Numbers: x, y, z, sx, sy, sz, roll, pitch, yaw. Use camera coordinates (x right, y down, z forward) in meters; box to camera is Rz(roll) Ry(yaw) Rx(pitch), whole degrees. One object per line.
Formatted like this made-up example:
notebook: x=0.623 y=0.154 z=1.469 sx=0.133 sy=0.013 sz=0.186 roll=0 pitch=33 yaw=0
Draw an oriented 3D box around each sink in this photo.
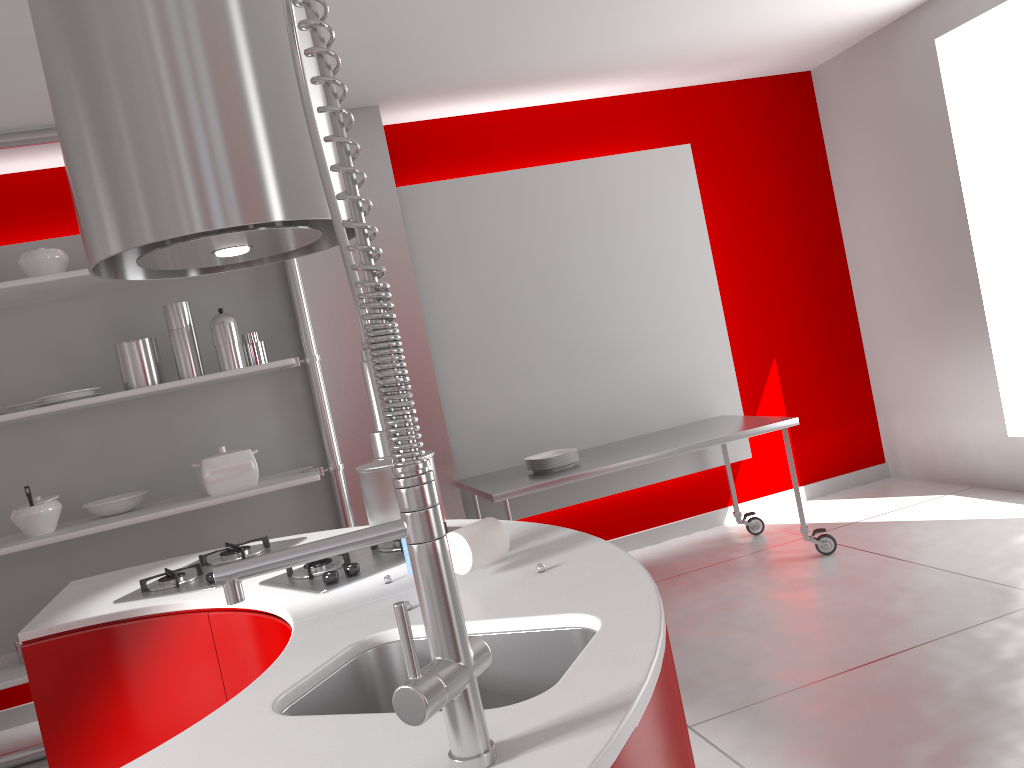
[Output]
sink: x=-0.077 y=0.487 z=1.233 sx=0.428 sy=0.172 sz=0.326 roll=-11 pitch=2 yaw=23

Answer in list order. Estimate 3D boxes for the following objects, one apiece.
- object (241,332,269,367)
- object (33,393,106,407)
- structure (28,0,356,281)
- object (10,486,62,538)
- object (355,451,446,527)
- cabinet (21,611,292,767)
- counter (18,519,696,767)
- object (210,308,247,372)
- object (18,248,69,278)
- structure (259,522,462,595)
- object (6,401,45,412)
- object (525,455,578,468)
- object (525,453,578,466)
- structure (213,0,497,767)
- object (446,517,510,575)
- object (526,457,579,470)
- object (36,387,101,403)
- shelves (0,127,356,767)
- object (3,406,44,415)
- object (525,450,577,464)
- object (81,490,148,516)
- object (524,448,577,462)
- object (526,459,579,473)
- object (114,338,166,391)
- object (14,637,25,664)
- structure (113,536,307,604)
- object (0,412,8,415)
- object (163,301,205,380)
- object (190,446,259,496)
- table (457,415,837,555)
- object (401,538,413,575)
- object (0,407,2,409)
object: x=-1.179 y=-0.150 z=4.021 sx=0.127 sy=0.157 sz=0.127 roll=-12 pitch=2 yaw=-6
object: x=-1.822 y=0.072 z=3.660 sx=0.280 sy=0.015 sz=0.280 roll=-11 pitch=2 yaw=13
structure: x=-0.777 y=-0.784 z=2.142 sx=0.644 sy=0.958 sz=0.644 roll=-10 pitch=3 yaw=40
object: x=-1.971 y=0.520 z=3.670 sx=0.192 sy=0.214 sz=0.192 roll=-13 pitch=3 yaw=-29
object: x=-0.260 y=0.250 z=2.082 sx=0.218 sy=0.185 sz=0.189 roll=-10 pitch=3 yaw=36
cabinet: x=-0.952 y=0.982 z=1.110 sx=1.025 sy=0.761 sz=1.875 roll=-10 pitch=3 yaw=29
counter: x=-0.680 y=0.957 z=1.146 sx=1.868 sy=0.880 sz=2.865 roll=-11 pitch=2 yaw=18
object: x=-1.225 y=-0.192 z=3.813 sx=0.115 sy=0.274 sz=0.115 roll=-13 pitch=2 yaw=-23
object: x=-1.962 y=-0.494 z=3.726 sx=0.192 sy=0.153 sz=0.192 roll=-12 pitch=2 yaw=-3
structure: x=-0.312 y=0.376 z=2.023 sx=0.457 sy=0.037 sz=0.303 roll=-14 pitch=3 yaw=-41
object: x=-2.050 y=0.098 z=3.839 sx=0.244 sy=0.042 sz=0.244 roll=-13 pitch=2 yaw=-24
object: x=0.192 y=0.373 z=4.223 sx=0.228 sy=0.020 sz=0.228 roll=-13 pitch=3 yaw=-34
object: x=0.190 y=0.363 z=4.223 sx=0.228 sy=0.020 sz=0.228 roll=-13 pitch=3 yaw=-34
structure: x=-0.185 y=-0.057 z=0.920 sx=0.178 sy=0.920 sz=0.308 roll=-11 pitch=3 yaw=27
object: x=-0.077 y=0.299 z=1.647 sx=0.109 sy=0.080 sz=0.100 roll=-10 pitch=3 yaw=44
object: x=0.194 y=0.383 z=4.223 sx=0.228 sy=0.020 sz=0.228 roll=-13 pitch=3 yaw=-34
object: x=-1.825 y=0.059 z=3.660 sx=0.244 sy=0.042 sz=0.244 roll=-13 pitch=3 yaw=-32
shelves: x=-1.667 y=0.175 z=3.832 sx=1.735 sy=2.599 sz=0.535 roll=-12 pitch=2 yaw=-16
object: x=-2.048 y=0.112 z=3.840 sx=0.280 sy=0.015 sz=0.280 roll=-11 pitch=2 yaw=21
object: x=0.187 y=0.353 z=4.222 sx=0.228 sy=0.020 sz=0.228 roll=-13 pitch=3 yaw=-34
object: x=-1.735 y=0.535 z=3.892 sx=0.272 sy=0.072 sz=0.272 roll=-10 pitch=3 yaw=38
object: x=0.185 y=0.343 z=4.222 sx=0.228 sy=0.020 sz=0.228 roll=-13 pitch=3 yaw=-34
object: x=0.196 y=0.393 z=4.224 sx=0.228 sy=0.020 sz=0.228 roll=-13 pitch=3 yaw=-34
object: x=-1.597 y=-0.080 z=3.799 sx=0.184 sy=0.205 sz=0.172 roll=-12 pitch=2 yaw=-11
object: x=-1.945 y=1.075 z=3.742 sx=0.308 sy=0.130 sz=0.407 roll=-12 pitch=2 yaw=-9
structure: x=-0.765 y=0.460 z=2.294 sx=0.303 sy=0.037 sz=0.457 roll=-11 pitch=2 yaw=14
object: x=-2.184 y=0.151 z=3.568 sx=0.280 sy=0.015 sz=0.280 roll=-11 pitch=2 yaw=21
object: x=-1.408 y=-0.182 z=3.811 sx=0.109 sy=0.329 sz=0.110 roll=-12 pitch=2 yaw=-18
object: x=-1.269 y=0.374 z=3.935 sx=0.282 sy=0.197 sz=0.235 roll=-13 pitch=3 yaw=-26
table: x=0.643 y=0.652 z=4.392 sx=1.627 sy=0.682 sz=0.749 roll=-12 pitch=2 yaw=-15
object: x=-0.182 y=0.309 z=1.725 sx=0.080 sy=0.100 sz=0.109 roll=-14 pitch=3 yaw=-43
object: x=-2.187 y=0.137 z=3.568 sx=0.244 sy=0.042 sz=0.244 roll=-13 pitch=3 yaw=-32
